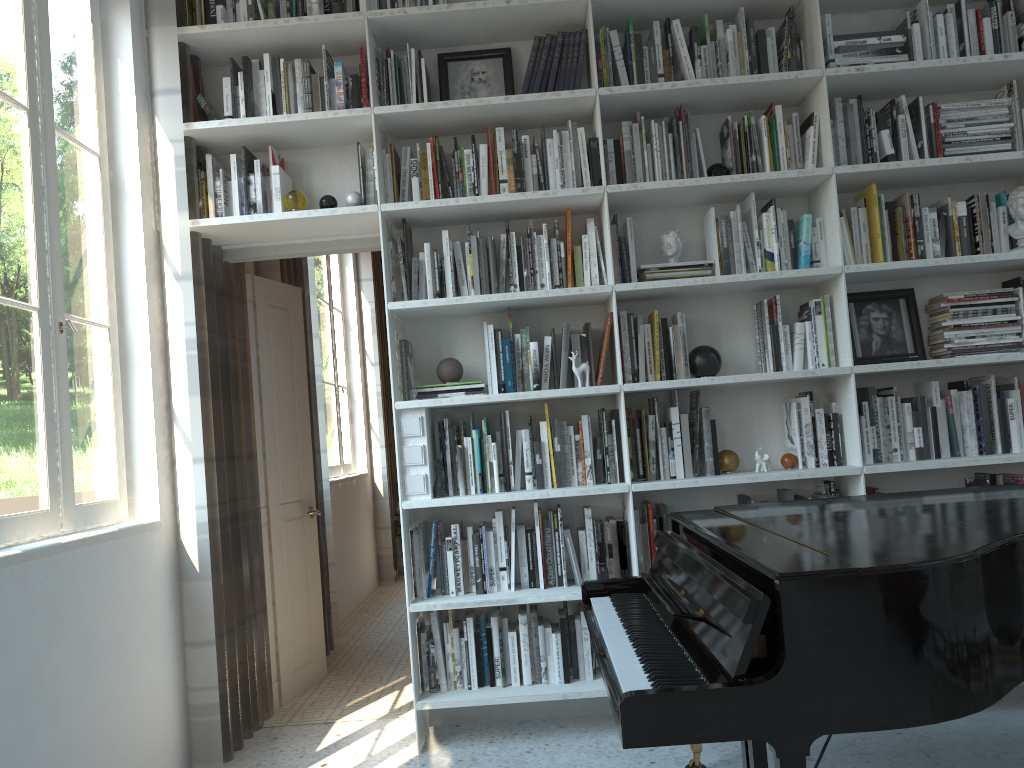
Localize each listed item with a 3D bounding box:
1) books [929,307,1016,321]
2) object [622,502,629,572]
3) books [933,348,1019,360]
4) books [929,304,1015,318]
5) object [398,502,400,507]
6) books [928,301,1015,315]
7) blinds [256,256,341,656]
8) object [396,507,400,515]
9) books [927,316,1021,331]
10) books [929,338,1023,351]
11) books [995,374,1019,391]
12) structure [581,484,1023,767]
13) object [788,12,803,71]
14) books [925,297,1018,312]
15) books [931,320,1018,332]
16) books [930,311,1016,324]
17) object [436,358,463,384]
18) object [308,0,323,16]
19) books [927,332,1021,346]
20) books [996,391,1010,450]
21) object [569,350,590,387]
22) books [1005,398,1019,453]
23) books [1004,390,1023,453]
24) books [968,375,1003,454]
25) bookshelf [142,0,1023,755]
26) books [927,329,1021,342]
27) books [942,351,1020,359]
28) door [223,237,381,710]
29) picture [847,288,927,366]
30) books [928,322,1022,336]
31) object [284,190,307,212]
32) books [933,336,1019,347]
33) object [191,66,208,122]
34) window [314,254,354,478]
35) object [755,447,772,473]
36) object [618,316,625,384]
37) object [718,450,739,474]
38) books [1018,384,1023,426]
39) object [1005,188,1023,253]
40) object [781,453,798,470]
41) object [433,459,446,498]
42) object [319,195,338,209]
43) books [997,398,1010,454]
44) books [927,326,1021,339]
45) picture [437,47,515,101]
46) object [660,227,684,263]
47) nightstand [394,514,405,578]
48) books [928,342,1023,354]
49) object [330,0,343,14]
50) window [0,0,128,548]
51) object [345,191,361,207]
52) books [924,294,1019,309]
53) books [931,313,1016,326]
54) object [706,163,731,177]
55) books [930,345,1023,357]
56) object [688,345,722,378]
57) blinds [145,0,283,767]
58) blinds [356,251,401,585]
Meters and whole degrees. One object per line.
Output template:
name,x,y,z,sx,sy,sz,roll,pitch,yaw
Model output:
books,1.776,-0.270,3.428,0.254,0.012,0.161,-4,-3,-3
object,0.441,0.606,3.447,0.017,0.290,0.089,-4,-3,1
books,1.788,-0.115,3.425,0.254,0.012,0.161,-5,-3,3
books,1.775,-0.282,3.431,0.254,0.012,0.161,-4,-3,-2
object,-1.010,1.076,7.704,0.106,0.103,0.106,-5,-3,9
books,1.774,-0.295,3.429,0.254,0.012,0.161,-4,-3,-3
blinds,-1.189,-0.127,4.802,0.140,3.229,0.776,-4,-3,1
object,-0.948,1.086,7.587,0.118,0.061,0.118,-5,-3,9
books,1.779,-0.234,3.424,0.285,0.012,0.159,-5,-3,6
books,1.785,-0.151,3.420,0.285,0.012,0.159,-5,-3,6
books,1.915,0.113,3.410,0.014,0.293,0.137,-4,-3,1
structure,1.185,0.746,2.279,1.918,0.832,1.335,-5,-3,1
object,1.075,-1.280,3.352,0.075,0.254,0.075,-3,-3,-20
books,1.773,-0.306,3.434,0.285,0.012,0.159,-5,-3,3
books,1.780,-0.222,3.424,0.254,0.012,0.161,-4,-3,-4
books,1.777,-0.258,3.430,0.254,0.012,0.161,-4,-3,-2
object,-0.241,-0.049,3.448,0.105,0.106,0.105,-3,-3,-21
object,-0.753,-1.463,3.400,0.067,0.198,0.067,-7,-4,43
books,1.784,-0.174,3.433,0.285,0.012,0.159,-5,-3,1
books,1.857,0.147,3.410,0.014,0.235,0.154,-4,-3,1
object,0.251,-0.054,3.297,0.081,0.140,0.044,-4,-3,-15
books,1.876,0.160,3.397,0.023,0.204,0.167,-4,-3,1
books,1.898,0.144,3.398,0.023,0.234,0.175,-4,-3,1
books,1.817,0.119,3.404,0.012,0.296,0.178,-4,-3,1
bookshelf,1.844,-0.382,3.373,6.297,3.140,0.330,-5,-3,1
books,1.783,-0.186,3.431,0.285,0.012,0.159,-5,-3,2
books,1.789,-0.103,3.420,0.254,0.012,0.161,-4,-3,-3
door,-0.818,0.428,4.012,0.834,1.979,0.787,-4,-3,1
picture,1.451,-0.220,3.488,0.300,0.299,0.077,-4,-3,1
books,1.781,-0.210,3.422,0.285,0.012,0.159,-5,-3,6
object,-0.840,-0.710,3.447,0.087,0.087,0.087,-2,-4,-40
books,1.784,-0.163,3.421,0.254,0.012,0.161,-4,-3,-4
object,-1.251,-1.109,3.527,0.035,0.295,0.176,-4,-3,1
window,-1.350,-0.329,6.164,0.073,2.008,1.984,-4,-3,1
object,0.947,0.285,3.349,0.060,0.095,0.078,-5,-3,18
object,0.419,-0.123,3.472,0.012,0.270,0.130,-4,-3,1
object,0.829,0.299,3.417,0.091,0.092,0.091,-3,-3,-21
books,1.930,0.131,3.417,0.014,0.256,0.145,-4,-3,1
object,1.905,-0.602,3.306,0.137,0.243,0.138,-3,-3,-33
object,1.053,0.294,3.370,0.061,0.062,0.061,-2,-4,-40
object,-0.275,0.353,3.311,0.045,0.146,0.045,-7,-4,40
object,-0.723,-0.708,3.493,0.071,0.072,0.071,-3,-3,-21
books,1.838,0.162,3.399,0.024,0.207,0.183,-4,-3,1
books,1.782,-0.198,3.429,0.285,0.012,0.159,-5,-3,3
picture,-0.142,-1.203,3.568,0.300,0.299,0.077,-4,-3,1
object,0.626,-0.536,3.470,0.095,0.157,0.121,-5,-3,15
nightstand,-1.040,1.388,7.653,0.650,0.518,0.431,-5,-3,4
books,1.786,-0.138,3.429,0.285,0.012,0.159,-4,-3,0
object,-0.672,-1.469,3.398,0.067,0.198,0.067,-7,-4,43
window,-1.439,-0.558,2.201,0.073,2.008,1.984,-4,-3,1
object,-0.618,-0.718,3.471,0.071,0.072,0.071,-3,-3,-21
books,1.772,-0.319,3.428,0.285,0.012,0.159,-4,-3,-4
books,1.778,-0.246,3.429,0.254,0.012,0.161,-5,-3,4
object,0.798,-0.806,3.439,0.097,0.098,0.097,-2,-4,-40
books,1.787,-0.127,3.419,0.285,0.012,0.159,-4,-3,-4
object,0.743,-0.083,3.426,0.134,0.135,0.134,-2,-4,-40
blinds,-1.216,-0.195,3.625,0.140,3.229,0.776,-4,-3,1
blinds,-1.127,0.035,7.591,0.140,3.229,0.776,-4,-3,1
